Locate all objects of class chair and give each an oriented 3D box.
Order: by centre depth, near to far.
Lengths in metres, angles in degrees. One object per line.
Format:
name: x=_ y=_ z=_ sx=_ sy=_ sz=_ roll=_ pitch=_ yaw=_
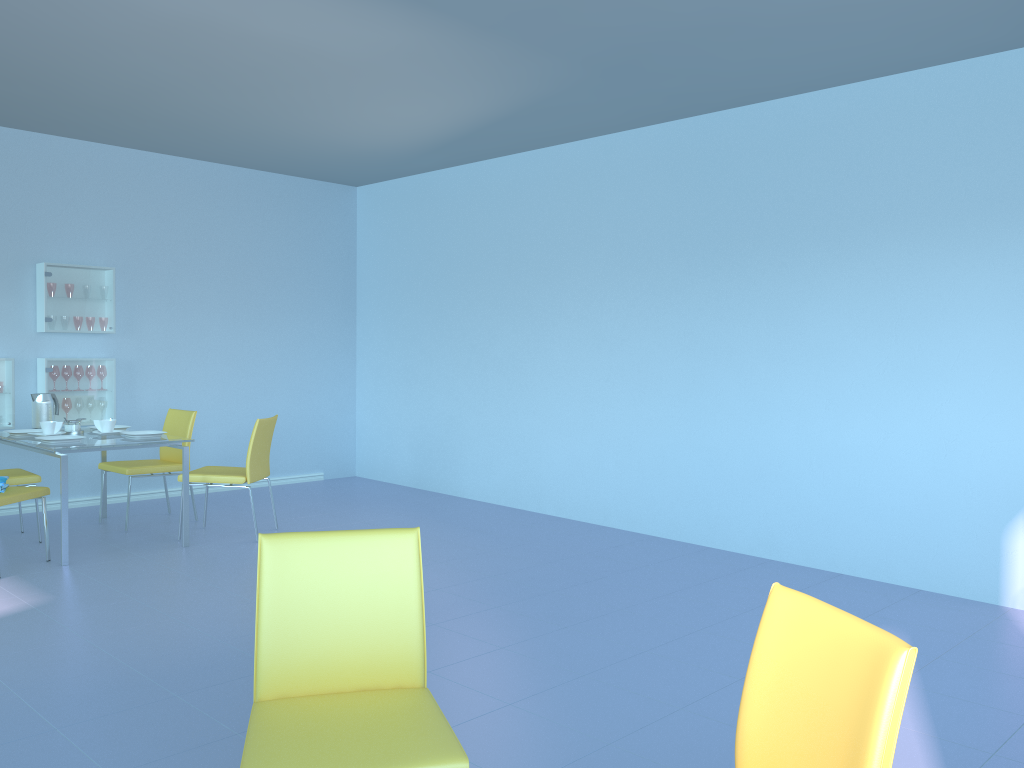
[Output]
chair: x=0.280 y=0.691 z=1.303 sx=0.484 sy=0.695 sz=0.387 roll=0 pitch=2 yaw=-14
chair: x=-0.320 y=0.670 z=1.721 sx=0.387 sy=0.695 sz=0.484 roll=0 pitch=2 yaw=-14
chair: x=-2.621 y=0.554 z=4.368 sx=0.484 sy=0.695 sz=0.387 roll=1 pitch=2 yaw=8
chair: x=-2.930 y=0.532 z=4.919 sx=0.484 sy=0.695 sz=0.387 roll=-1 pitch=3 yaw=-43
chair: x=-1.644 y=0.535 z=5.202 sx=0.484 sy=0.695 sz=0.387 roll=1 pitch=2 yaw=3
chair: x=-2.266 y=0.516 z=5.559 sx=0.387 sy=0.695 sz=0.484 roll=2 pitch=3 yaw=42

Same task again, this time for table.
table: x=-2.430 y=0.590 z=5.065 sx=1.173 sy=0.590 sz=0.730 roll=3 pitch=3 yaw=44

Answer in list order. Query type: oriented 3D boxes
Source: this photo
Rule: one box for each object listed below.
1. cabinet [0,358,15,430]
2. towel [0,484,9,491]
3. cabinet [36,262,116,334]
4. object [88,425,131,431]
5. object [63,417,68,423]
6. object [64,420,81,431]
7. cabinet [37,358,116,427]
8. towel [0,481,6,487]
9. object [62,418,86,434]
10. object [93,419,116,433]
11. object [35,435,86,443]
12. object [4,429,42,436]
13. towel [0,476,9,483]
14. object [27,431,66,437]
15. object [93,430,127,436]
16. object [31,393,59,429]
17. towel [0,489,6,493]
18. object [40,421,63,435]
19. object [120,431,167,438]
cabinet: x=-3.365 y=0.063 z=5.519 sx=0.173 sy=0.450 sz=0.450 roll=3 pitch=3 yaw=44
towel: x=-2.601 y=0.511 z=4.374 sx=0.195 sy=0.024 sz=0.201 roll=0 pitch=2 yaw=-20
cabinet: x=-2.916 y=-0.568 z=5.948 sx=0.173 sy=0.450 sz=0.450 roll=3 pitch=3 yaw=44
object: x=-2.458 y=0.271 z=5.410 sx=0.228 sy=0.020 sz=0.228 roll=2 pitch=3 yaw=41
object: x=-2.569 y=0.231 z=5.139 sx=0.023 sy=0.079 sz=0.077 roll=1 pitch=2 yaw=9
object: x=-2.563 y=0.248 z=5.171 sx=0.090 sy=0.071 sz=0.087 roll=1 pitch=2 yaw=9
cabinet: x=-2.923 y=0.052 z=5.969 sx=0.173 sy=0.450 sz=0.450 roll=3 pitch=3 yaw=44
towel: x=-2.604 y=0.495 z=4.371 sx=0.195 sy=0.027 sz=0.192 roll=0 pitch=2 yaw=-24
object: x=-2.550 y=0.248 z=5.188 sx=0.123 sy=0.081 sz=0.166 roll=2 pitch=2 yaw=36
object: x=-2.348 y=0.250 z=5.137 sx=0.111 sy=0.083 sz=0.091 roll=1 pitch=2 yaw=16
object: x=-2.410 y=0.295 z=4.736 sx=0.228 sy=0.020 sz=0.228 roll=2 pitch=3 yaw=41
object: x=-2.782 y=0.279 z=5.089 sx=0.228 sy=0.020 sz=0.228 roll=-1 pitch=3 yaw=-44
towel: x=-2.606 y=0.479 z=4.373 sx=0.195 sy=0.033 sz=0.190 roll=0 pitch=2 yaw=-19
object: x=-2.580 y=0.286 z=4.977 sx=0.194 sy=0.020 sz=0.190 roll=2 pitch=2 yaw=35
object: x=-2.353 y=0.283 z=5.125 sx=0.194 sy=0.020 sz=0.190 roll=2 pitch=2 yaw=25
object: x=-2.823 y=0.169 z=5.342 sx=0.132 sy=0.222 sz=0.146 roll=0 pitch=2 yaw=-3
towel: x=-2.604 y=0.525 z=4.369 sx=0.195 sy=0.024 sz=0.201 roll=0 pitch=2 yaw=-26
object: x=-2.586 y=0.253 z=4.964 sx=0.111 sy=0.083 sz=0.091 roll=2 pitch=2 yaw=26
object: x=-2.103 y=0.287 z=5.061 sx=0.228 sy=0.020 sz=0.228 roll=2 pitch=3 yaw=41
